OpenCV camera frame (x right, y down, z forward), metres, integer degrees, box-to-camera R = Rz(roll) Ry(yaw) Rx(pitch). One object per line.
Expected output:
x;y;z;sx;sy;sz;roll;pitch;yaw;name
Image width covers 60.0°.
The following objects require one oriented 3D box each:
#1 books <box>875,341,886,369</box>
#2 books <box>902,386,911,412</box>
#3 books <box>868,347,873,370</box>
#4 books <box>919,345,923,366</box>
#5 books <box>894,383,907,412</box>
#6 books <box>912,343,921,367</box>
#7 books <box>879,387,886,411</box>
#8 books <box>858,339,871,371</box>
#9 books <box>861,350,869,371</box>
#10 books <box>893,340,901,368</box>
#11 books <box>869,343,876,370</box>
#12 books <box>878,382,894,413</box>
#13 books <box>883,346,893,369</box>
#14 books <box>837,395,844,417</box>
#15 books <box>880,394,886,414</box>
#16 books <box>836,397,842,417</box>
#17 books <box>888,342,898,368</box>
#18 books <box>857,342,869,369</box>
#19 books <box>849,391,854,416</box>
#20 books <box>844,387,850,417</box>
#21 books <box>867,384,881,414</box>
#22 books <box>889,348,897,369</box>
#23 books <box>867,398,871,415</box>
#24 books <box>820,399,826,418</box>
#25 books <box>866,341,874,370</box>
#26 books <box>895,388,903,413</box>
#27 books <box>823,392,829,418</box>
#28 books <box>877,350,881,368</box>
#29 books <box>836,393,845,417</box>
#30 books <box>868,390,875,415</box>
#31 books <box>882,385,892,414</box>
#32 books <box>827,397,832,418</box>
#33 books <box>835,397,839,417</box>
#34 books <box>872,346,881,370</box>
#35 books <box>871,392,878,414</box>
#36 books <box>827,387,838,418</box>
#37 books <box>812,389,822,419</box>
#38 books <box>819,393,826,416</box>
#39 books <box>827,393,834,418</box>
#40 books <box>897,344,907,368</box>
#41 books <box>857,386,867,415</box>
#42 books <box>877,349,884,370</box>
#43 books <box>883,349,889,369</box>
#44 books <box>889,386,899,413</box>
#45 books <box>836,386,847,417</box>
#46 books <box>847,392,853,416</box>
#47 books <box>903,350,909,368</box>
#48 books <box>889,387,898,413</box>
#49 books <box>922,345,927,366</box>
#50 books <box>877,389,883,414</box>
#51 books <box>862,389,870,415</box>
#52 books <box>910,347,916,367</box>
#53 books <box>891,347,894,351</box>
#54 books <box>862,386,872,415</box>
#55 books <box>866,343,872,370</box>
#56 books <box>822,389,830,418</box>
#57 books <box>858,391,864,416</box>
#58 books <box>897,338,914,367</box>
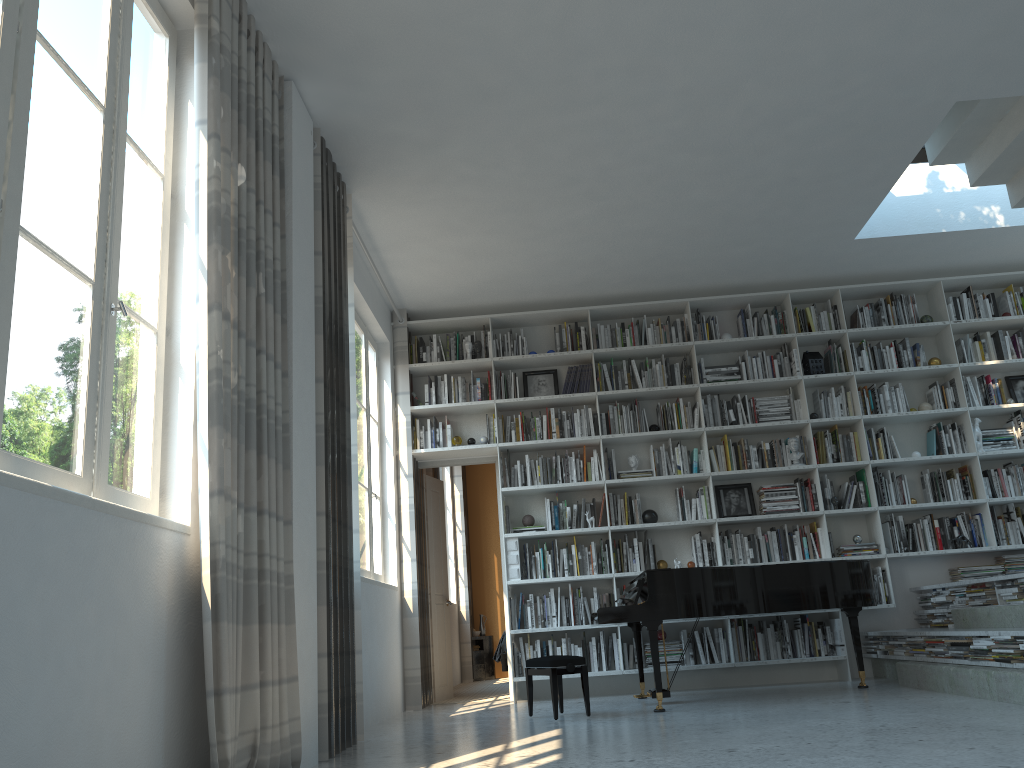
3.095;-0.200;7.450;0.013;0.283;0.155;-4;-15;2;books
3.239;0.157;7.345;0.034;0.253;0.161;-4;-16;2;books
2.984;-0.170;7.440;0.012;0.235;0.166;-4;-16;2;books
3.390;-0.195;7.416;0.048;0.216;0.183;-4;-16;2;books
3.199;0.144;7.326;0.024;0.271;0.170;-4;-16;2;books
3.366;-0.205;7.411;0.054;0.234;0.172;-4;-16;2;books
3.056;0.168;7.348;0.011;0.256;0.131;-4;-15;2;books
2.958;-0.205;7.442;0.014;0.306;0.153;-4;-15;2;books
2.930;-0.158;7.420;0.026;0.207;0.181;-4;-16;2;books
3.217;-0.210;7.446;0.012;0.284;0.160;-4;-15;2;books
3.014;-0.189;7.457;0.012;0.275;0.133;-4;-15;2;books
3.104;0.146;7.352;0.027;0.294;0.160;-4;-15;2;books
3.138;-0.185;7.429;0.023;0.236;0.149;-4;-16;2;books
2.702;0.215;7.341;0.029;0.210;0.158;-4;-16;2;books
3.040;0.198;7.334;0.025;0.193;0.171;-4;-16;2;books
2.681;0.224;7.339;0.027;0.196;0.185;-4;-16;2;books
3.186;-0.202;7.432;0.012;0.264;0.157;-4;-16;2;books
2.947;-0.191;7.445;0.011;0.282;0.173;-4;-16;2;books
2.788;0.197;7.347;0.026;0.237;0.173;-4;-16;2;books
2.752;0.181;7.354;0.025;0.276;0.173;-4;-16;2;books
2.995;0.156;7.333;0.014;0.279;0.178;-4;-16;2;books
3.160;-0.177;7.411;0.021;0.208;0.181;-4;-16;2;books
2.929;0.216;7.342;0.021;0.178;0.137;-4;-16;2;books
2.553;0.239;7.339;0.028;0.185;0.182;-4;-16;2;books
2.997;-0.199;7.453;0.021;0.295;0.139;-4;-15;2;books
3.178;0.168;7.333;0.021;0.231;0.183;-4;-16;2;books
2.588;0.209;7.361;0.028;0.249;0.165;-4;-16;2;books
3.056;-0.164;7.442;0.014;0.214;0.132;-4;-16;2;books
2.720;0.205;7.350;0.024;0.233;0.150;-4;-16;2;books
2.958;0.185;7.345;0.013;0.235;0.158;-4;-16;2;books
3.075;0.157;7.324;0.030;0.262;0.182;-4;-16;2;books
2.615;0.227;7.355;0.023;0.206;0.171;-4;-16;2;books
2.663;0.225;7.337;0.024;0.194;0.173;-4;-16;2;books
3.034;-0.180;7.429;0.027;0.240;0.160;-4;-16;2;books
2.978;0.194;7.344;0.026;0.215;0.162;-4;-16;2;books
2.643;0.185;7.337;0.028;0.274;0.187;-4;-16;2;books
2.538;0.197;7.374;0.018;0.284;0.160;-4;-15;2;books
2.571;0.215;7.366;0.024;0.242;0.160;-4;-16;2;books
2.629;0.211;7.353;0.023;0.235;0.179;-4;-16;2;books
3.239;-0.194;7.421;0.030;0.237;0.186;-4;-16;2;books
2.895;0.172;7.360;0.014;0.277;0.154;-4;-15;2;books
3.077;-0.169;7.446;0.028;0.223;0.142;-4;-16;2;books
3.115;-0.170;7.439;0.025;0.215;0.144;-4;-16;2;books
3.155;0.160;7.351;0.024;0.261;0.134;-4;-15;2;books
2.736;0.175;7.359;0.028;0.292;0.155;-4;-15;2;books
2.769;0.198;7.332;0.028;0.229;0.177;-4;-16;2;books
3.269;-0.169;7.417;0.027;0.181;0.176;-4;-16;2;books
3.131;0.164;7.330;0.025;0.244;0.184;-4;-16;2;books
3.427;-0.199;7.434;0.026;0.228;0.141;-4;-16;2;books
3.015;0.177;7.332;0.022;0.236;0.165;-4;-16;2;books
2.909;0.181;7.340;0.014;0.247;0.177;-4;-16;2;books
3.326;-0.188;7.421;0.030;0.212;0.157;-4;-16;2;books
3.176;-0.181;7.425;0.011;0.221;0.159;-4;-16;2;books
2.944;0.169;7.371;0.014;0.283;0.136;-4;-15;2;books
2.971;-0.188;7.436;0.010;0.268;0.166;-4;-16;2;books
2.602;0.195;7.365;0.019;0.274;0.146;-4;-15;2;books
2.874;0.192;7.360;0.030;0.241;0.138;-4;-15;2;books
3.293;-0.224;7.417;0.029;0.284;0.184;-4;-16;2;books
